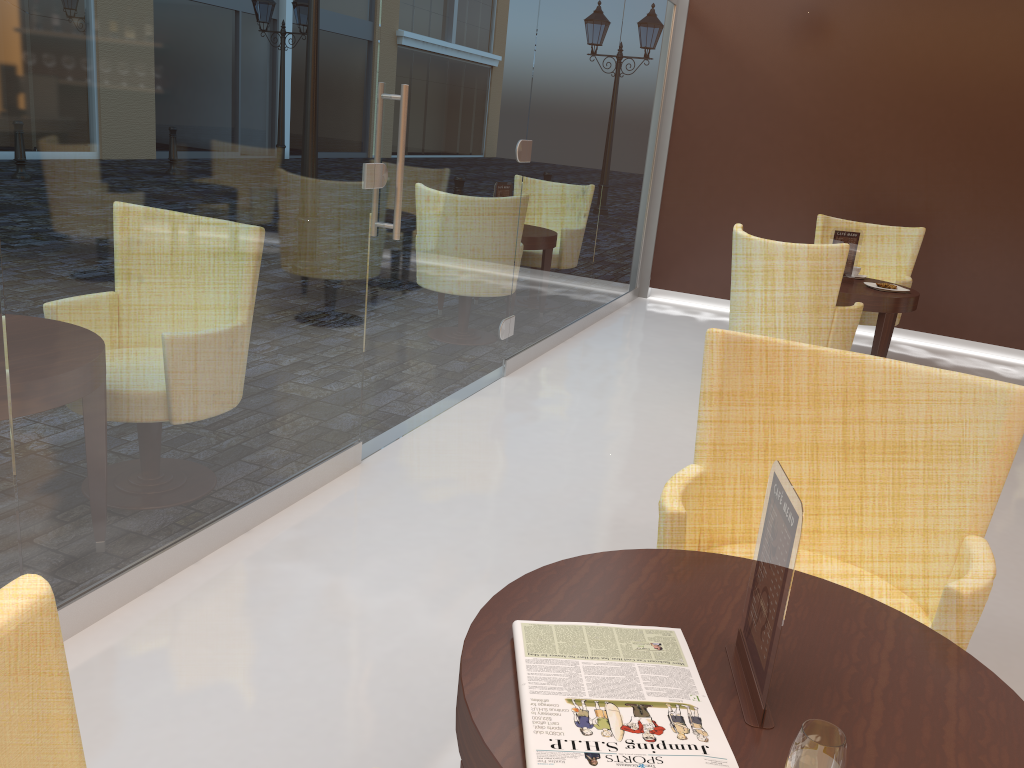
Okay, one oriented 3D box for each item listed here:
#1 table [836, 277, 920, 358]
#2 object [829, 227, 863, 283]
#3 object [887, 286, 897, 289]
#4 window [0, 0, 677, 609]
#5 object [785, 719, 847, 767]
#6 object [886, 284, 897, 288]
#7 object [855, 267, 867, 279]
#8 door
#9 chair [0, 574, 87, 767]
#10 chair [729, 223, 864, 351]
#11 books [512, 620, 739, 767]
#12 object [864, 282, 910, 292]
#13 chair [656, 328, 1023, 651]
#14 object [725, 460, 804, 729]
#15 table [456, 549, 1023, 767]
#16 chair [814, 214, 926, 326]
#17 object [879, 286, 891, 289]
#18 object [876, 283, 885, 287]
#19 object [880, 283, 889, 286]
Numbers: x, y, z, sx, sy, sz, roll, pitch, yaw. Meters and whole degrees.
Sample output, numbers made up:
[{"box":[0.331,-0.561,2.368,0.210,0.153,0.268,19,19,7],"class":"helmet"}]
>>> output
[{"box":[2.063,-0.314,5.681,0.872,0.679,0.874,-1,18,-22],"class":"table"},{"box":[2.071,-0.806,5.551,0.209,0.335,0.042,4,17,-5],"class":"object"},{"box":[2.333,-0.590,5.443,0.055,0.014,0.053,7,17,3],"class":"object"},{"box":[-0.193,-1.525,4.028,0.040,3.380,8.200,12,18,19],"class":"window"},{"box":[0.350,0.470,1.037,0.067,0.148,0.067,-11,23,-43],"class":"object"},{"box":[2.355,-0.606,5.503,0.052,0.018,0.055,-11,23,-43],"class":"object"},{"box":[2.255,-0.736,5.844,0.153,0.069,0.153,20,22,40],"class":"object"},{"box":[-0.240,-1.048,4.170,0.020,2.499,1.640,12,18,19],"class":"door"},{"box":[-0.178,0.748,0.786,0.685,1.017,0.729,-7,21,-36],"class":"chair"},{"box":[1.559,-0.345,5.022,0.685,1.017,0.729,-7,21,-36],"class":"chair"},{"box":[0.145,0.445,1.264,0.273,0.028,0.339,4,17,-5],"class":"books"},{"box":[2.313,-0.595,5.479,0.234,0.020,0.234,3,17,-8],"class":"object"},{"box":[0.706,0.448,2.084,0.729,1.017,0.685,13,18,22],"class":"chair"},{"box":[0.375,0.296,1.299,0.042,0.335,0.209,7,17,3],"class":"object"},{"box":[0.326,0.779,1.444,0.872,0.679,0.874,-1,18,-22],"class":"table"},{"box":[2.443,-0.646,6.321,0.729,1.017,0.685,13,18,22],"class":"chair"},{"box":[2.287,-0.592,5.436,0.054,0.018,0.051,-1,18,-21],"class":"object"},{"box":[2.270,-0.610,5.462,0.055,0.016,0.052,11,17,18],"class":"object"},{"box":[2.318,-0.619,5.526,0.054,0.018,0.051,11,17,18],"class":"object"}]
